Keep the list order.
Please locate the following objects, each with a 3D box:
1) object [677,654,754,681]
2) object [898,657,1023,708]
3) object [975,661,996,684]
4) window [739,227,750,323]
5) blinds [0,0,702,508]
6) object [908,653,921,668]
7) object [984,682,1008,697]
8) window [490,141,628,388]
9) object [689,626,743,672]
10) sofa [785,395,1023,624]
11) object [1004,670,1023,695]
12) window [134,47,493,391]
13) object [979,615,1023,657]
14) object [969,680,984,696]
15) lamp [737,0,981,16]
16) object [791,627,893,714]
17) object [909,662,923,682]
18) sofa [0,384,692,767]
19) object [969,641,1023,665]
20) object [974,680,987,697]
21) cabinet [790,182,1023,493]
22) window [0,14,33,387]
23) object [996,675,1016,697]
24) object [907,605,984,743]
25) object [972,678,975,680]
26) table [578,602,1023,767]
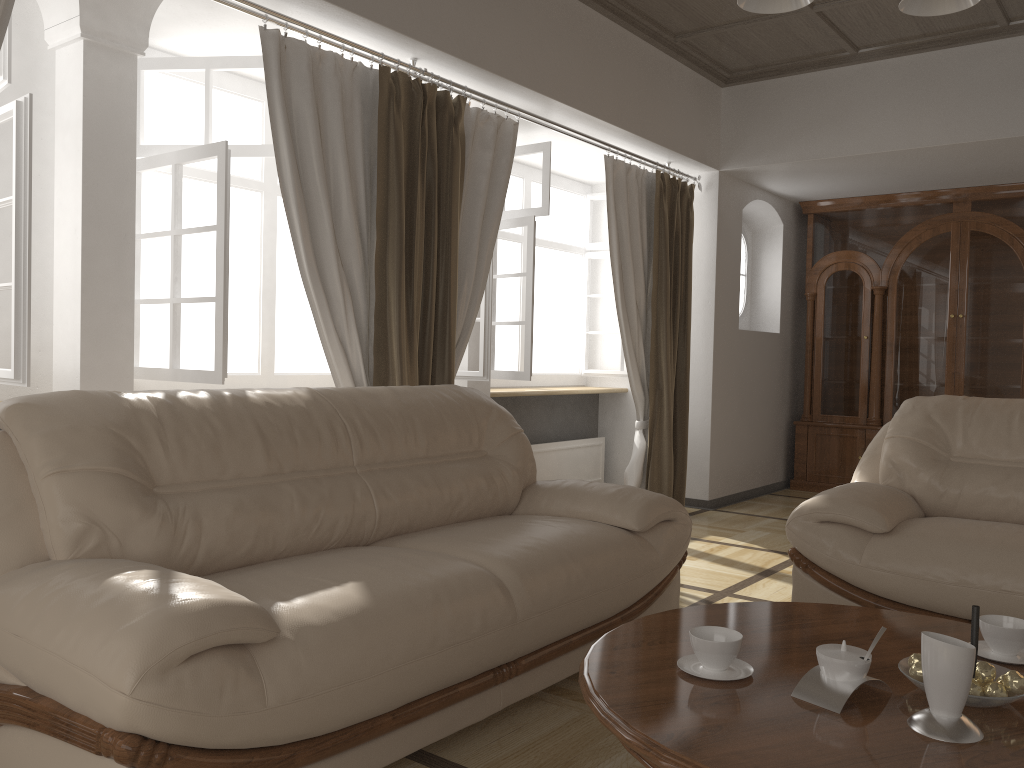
[{"bbox_3d":[0.407,0.570,1.776,0.150,0.010,0.150,2,2,23],"label":"object"},{"bbox_3d":[0.855,0.570,1.680,0.227,0.039,0.227,0,2,-28],"label":"object"},{"bbox_3d":[0.872,0.533,1.640,0.037,0.041,0.040,0,2,-29],"label":"object"},{"bbox_3d":[1.681,-0.846,6.810,0.050,0.784,0.600,3,2,37],"label":"window"},{"bbox_3d":[-0.498,-0.272,3.803,0.285,2.294,5.765,3,2,37],"label":"blinds"},{"bbox_3d":[0.797,0.547,1.735,0.040,0.040,0.038,2,2,16],"label":"object"},{"bbox_3d":[0.881,0.562,1.616,0.039,0.039,0.041,2,2,15],"label":"object"},{"bbox_3d":[0.317,-0.711,5.788,0.782,1.500,1.653,3,2,37],"label":"window"},{"bbox_3d":[0.407,0.535,1.780,0.105,0.071,0.114,1,2,-2],"label":"object"},{"bbox_3d":[1.788,0.508,3.160,1.318,0.900,1.052,3,2,37],"label":"sofa"},{"bbox_3d":[0.913,0.541,1.608,0.038,0.042,0.038,0,3,-45],"label":"object"},{"bbox_3d":[-0.900,-0.693,4.215,0.784,1.500,1.759,3,2,36],"label":"window"},{"bbox_3d":[1.066,0.548,1.907,0.105,0.071,0.114,0,2,-38],"label":"object"},{"bbox_3d":[0.848,0.566,1.633,0.039,0.040,0.038,2,2,28],"label":"object"},{"bbox_3d":[0.781,-1.377,1.700,0.741,1.094,0.713,3,2,37],"label":"lamp"},{"bbox_3d":[0.623,0.517,1.662,0.178,0.133,0.104,0,2,-38],"label":"object"},{"bbox_3d":[0.784,0.552,1.699,0.041,0.038,0.039,1,2,-9],"label":"object"},{"bbox_3d":[-0.396,0.471,2.603,1.051,0.900,2.135,3,2,37],"label":"sofa"},{"bbox_3d":[1.062,0.582,1.912,0.150,0.010,0.150,2,2,27],"label":"object"},{"bbox_3d":[0.882,0.568,1.657,0.040,0.038,0.041,1,2,-24],"label":"object"},{"bbox_3d":[3.358,-0.259,6.603,2.360,2.298,0.587,3,2,37],"label":"cabinet"},{"bbox_3d":[-2.217,-0.671,2.472,0.781,1.500,1.600,3,2,37],"label":"window"},{"bbox_3d":[0.917,0.560,1.643,0.038,0.041,0.041,2,2,22],"label":"object"},{"bbox_3d":[0.746,0.486,1.519,0.119,0.210,0.119,2,2,15],"label":"object"},{"bbox_3d":[0.882,0.566,1.698,0.040,0.039,0.039,2,2,27],"label":"object"},{"bbox_3d":[0.712,0.780,1.745,1.167,0.392,1.169,3,2,33],"label":"table"}]
